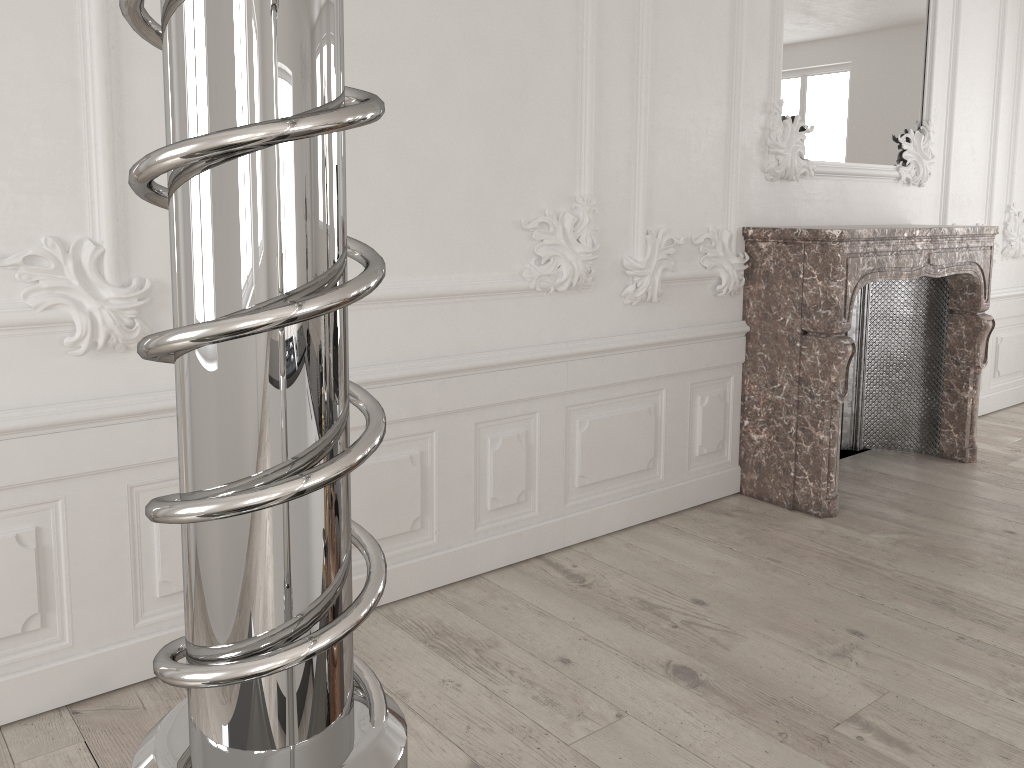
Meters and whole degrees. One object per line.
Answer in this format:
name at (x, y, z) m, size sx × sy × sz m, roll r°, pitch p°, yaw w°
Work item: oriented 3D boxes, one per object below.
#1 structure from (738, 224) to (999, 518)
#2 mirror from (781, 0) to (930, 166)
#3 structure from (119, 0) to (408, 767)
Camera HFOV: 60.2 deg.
structure at (1.741, -0.160, 4.406) m, size 1.551 × 1.235 × 0.664 m, roll -7°, pitch 11°, yaw -38°
mirror at (1.749, -1.830, 4.430) m, size 1.441 × 1.555 × 0.009 m, roll -7°, pitch 10°, yaw -39°
structure at (0.034, 0.146, 0.029) m, size 0.131 × 0.576 × 0.282 m, roll -5°, pitch 10°, yaw -38°
